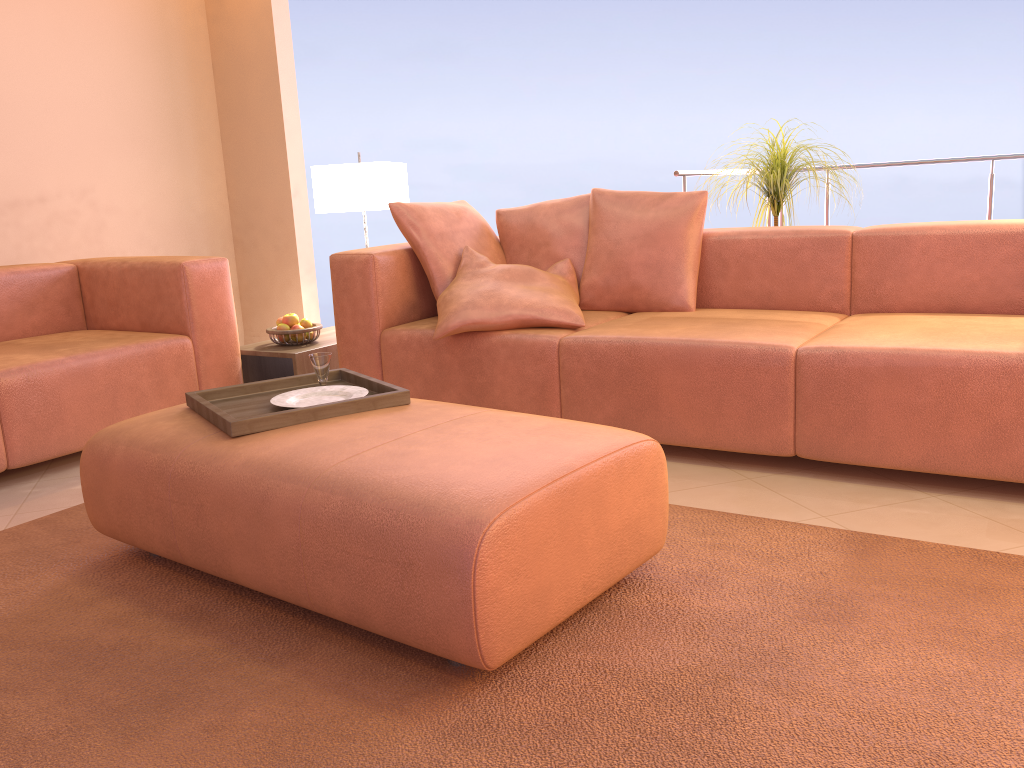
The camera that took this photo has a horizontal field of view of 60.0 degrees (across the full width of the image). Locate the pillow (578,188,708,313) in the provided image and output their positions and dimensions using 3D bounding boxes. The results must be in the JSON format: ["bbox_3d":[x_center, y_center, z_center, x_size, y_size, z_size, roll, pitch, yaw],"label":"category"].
[{"bbox_3d":[0.481,-0.499,3.296,0.470,0.468,0.211,3,13,28],"label":"pillow"}]

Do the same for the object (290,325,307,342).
[{"bbox_3d":[-0.900,-0.213,3.728,0.074,0.076,0.072,8,16,42],"label":"object"}]

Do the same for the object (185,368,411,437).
[{"bbox_3d":[-0.543,0.035,2.219,0.436,0.034,0.421,-11,14,-31],"label":"object"}]

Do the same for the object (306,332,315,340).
[{"bbox_3d":[-0.860,-0.209,3.774,0.046,0.046,0.055,-1,12,11],"label":"object"}]

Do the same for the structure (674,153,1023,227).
[{"bbox_3d":[2.896,-0.724,3.603,4.176,0.541,1.663,4,14,32],"label":"structure"}]

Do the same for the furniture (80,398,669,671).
[{"bbox_3d":[-0.362,0.227,2.063,1.291,0.301,0.685,6,15,37],"label":"furniture"}]

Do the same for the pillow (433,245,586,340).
[{"bbox_3d":[-0.012,-0.349,3.186,0.517,0.292,0.514,-3,12,2],"label":"pillow"}]

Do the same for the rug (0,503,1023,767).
[{"bbox_3d":[-0.299,0.491,1.759,2.626,0.005,1.833,4,14,32],"label":"rug"}]

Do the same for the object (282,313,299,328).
[{"bbox_3d":[-0.935,-0.266,3.748,0.069,0.061,0.068,-4,12,-6],"label":"object"}]

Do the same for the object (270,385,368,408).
[{"bbox_3d":[-0.477,0.038,2.206,0.240,0.018,0.240,-4,12,-3],"label":"object"}]

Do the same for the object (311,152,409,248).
[{"bbox_3d":[-0.685,-0.680,4.178,0.344,0.799,0.344,-1,12,11],"label":"object"}]

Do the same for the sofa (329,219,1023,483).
[{"bbox_3d":[0.712,-0.178,3.040,2.781,0.672,0.943,4,14,32],"label":"sofa"}]

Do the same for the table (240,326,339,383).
[{"bbox_3d":[-0.780,-0.096,4.029,0.412,0.268,0.918,4,14,32],"label":"table"}]

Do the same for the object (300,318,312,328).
[{"bbox_3d":[-0.873,-0.253,3.758,0.051,0.053,0.045,-11,14,-33],"label":"object"}]

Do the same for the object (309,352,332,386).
[{"bbox_3d":[-0.512,-0.035,2.387,0.061,0.091,0.061,0,12,17],"label":"object"}]

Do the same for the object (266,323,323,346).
[{"bbox_3d":[-0.924,-0.209,3.779,0.235,0.071,0.235,2,13,25],"label":"object"}]

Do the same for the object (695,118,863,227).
[{"bbox_3d":[1.161,-0.602,3.916,0.703,1.088,0.729,-3,12,2],"label":"object"}]

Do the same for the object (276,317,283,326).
[{"bbox_3d":[-0.978,-0.263,3.781,0.047,0.046,0.054,1,13,19],"label":"object"}]

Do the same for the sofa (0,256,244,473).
[{"bbox_3d":[-2.215,0.054,2.724,0.943,0.672,2.781,4,14,32],"label":"sofa"}]

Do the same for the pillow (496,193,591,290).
[{"bbox_3d":[0.152,-0.527,3.508,0.492,0.446,0.255,0,12,16],"label":"pillow"}]

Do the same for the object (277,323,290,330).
[{"bbox_3d":[-0.957,-0.230,3.713,0.055,0.047,0.045,-1,12,10],"label":"object"}]

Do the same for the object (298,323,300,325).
[{"bbox_3d":[-0.913,-0.227,3.800,0.077,0.065,0.076,8,16,43],"label":"object"}]

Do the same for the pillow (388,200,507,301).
[{"bbox_3d":[-0.199,-0.502,3.514,0.314,0.455,0.519,3,14,29],"label":"pillow"}]
